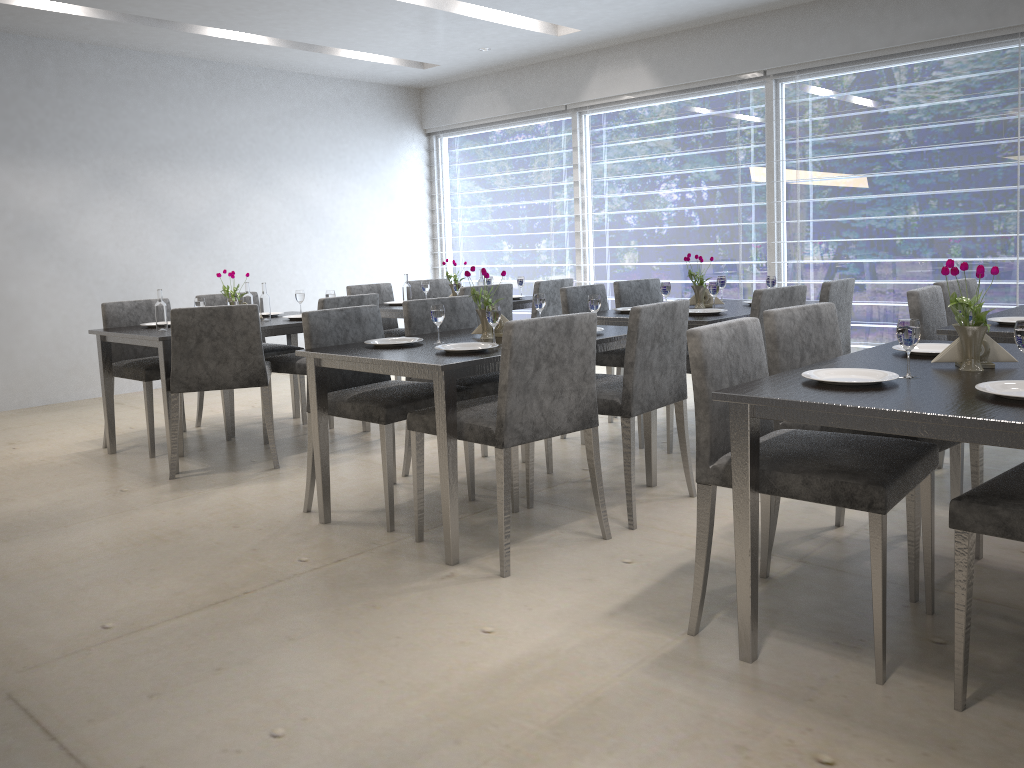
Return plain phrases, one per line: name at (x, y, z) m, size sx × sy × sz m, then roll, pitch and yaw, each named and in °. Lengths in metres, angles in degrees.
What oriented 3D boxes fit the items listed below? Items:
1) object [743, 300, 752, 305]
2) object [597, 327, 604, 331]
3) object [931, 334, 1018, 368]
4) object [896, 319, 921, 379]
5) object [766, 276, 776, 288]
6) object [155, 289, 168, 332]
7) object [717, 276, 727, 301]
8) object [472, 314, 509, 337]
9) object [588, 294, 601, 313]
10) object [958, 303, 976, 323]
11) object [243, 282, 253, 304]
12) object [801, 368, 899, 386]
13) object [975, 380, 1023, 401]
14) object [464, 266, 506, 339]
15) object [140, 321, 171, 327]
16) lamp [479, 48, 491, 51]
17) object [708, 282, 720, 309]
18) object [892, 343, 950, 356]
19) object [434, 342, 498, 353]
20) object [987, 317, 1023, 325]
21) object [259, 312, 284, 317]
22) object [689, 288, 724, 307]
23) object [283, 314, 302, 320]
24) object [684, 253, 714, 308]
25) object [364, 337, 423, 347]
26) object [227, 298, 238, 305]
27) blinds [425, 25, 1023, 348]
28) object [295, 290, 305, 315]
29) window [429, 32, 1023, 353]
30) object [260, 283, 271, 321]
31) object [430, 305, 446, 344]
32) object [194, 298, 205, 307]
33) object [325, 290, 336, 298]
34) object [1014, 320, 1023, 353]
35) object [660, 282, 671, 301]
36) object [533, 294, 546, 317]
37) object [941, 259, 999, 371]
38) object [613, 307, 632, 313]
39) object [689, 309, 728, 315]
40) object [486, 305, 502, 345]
object at (1.287, -0.414, 4.511) m, size 0.217 × 0.015 × 0.218 m, roll 6°, pitch 12°, yaw 43°
object at (0.247, -0.203, 3.411) m, size 0.217 × 0.015 × 0.218 m, roll 6°, pitch 12°, yaw 43°
object at (1.172, -0.094, 2.240) m, size 0.203 × 0.099 × 0.070 m, roll 0°, pitch 6°, yaw 13°
object at (0.945, -0.084, 2.106) m, size 0.053 × 0.138 × 0.054 m, roll -2°, pitch 5°, yaw 1°
object at (1.361, -0.499, 4.641) m, size 0.053 × 0.138 × 0.054 m, roll -2°, pitch 5°, yaw -4°
object at (-1.669, -0.350, 4.202) m, size 0.052 × 0.200 × 0.052 m, roll -2°, pitch 5°, yaw -4°
object at (1.148, -0.523, 4.841) m, size 0.053 × 0.138 × 0.054 m, roll -2°, pitch 5°, yaw 1°
object at (-0.061, -0.232, 3.399) m, size 0.203 × 0.099 × 0.070 m, roll 0°, pitch 6°, yaw 13°
object at (0.331, -0.288, 3.538) m, size 0.053 × 0.138 × 0.054 m, roll -2°, pitch 5°, yaw 1°
object at (1.335, -0.176, 2.594) m, size 0.053 × 0.138 × 0.054 m, roll -2°, pitch 5°, yaw -4°
object at (-1.428, -0.450, 4.784) m, size 0.052 × 0.200 × 0.052 m, roll -2°, pitch 5°, yaw -4°
object at (0.799, -0.015, 2.092) m, size 0.217 × 0.015 × 0.218 m, roll 6°, pitch 12°, yaw 43°
object at (1.079, 0.017, 1.828) m, size 0.217 × 0.015 × 0.219 m, roll -2°, pitch 9°, yaw 0°
object at (-0.105, -0.310, 3.342) m, size 0.104 × 0.274 × 0.155 m, roll 2°, pitch 7°, yaw 41°
object at (-1.787, -0.304, 4.523) m, size 0.217 × 0.015 × 0.218 m, roll 2°, pitch 10°, yaw 23°
lamp at (-0.210, -2.590, 6.847) m, size 0.089 × 0.007 × 0.090 m, roll -2°, pitch 9°, yaw -1°
object at (0.965, -0.419, 4.222) m, size 0.053 × 0.138 × 0.054 m, roll -2°, pitch 5°, yaw -4°
object at (1.199, -0.096, 2.516) m, size 0.217 × 0.015 × 0.218 m, roll 6°, pitch 12°, yaw 43°
object at (-0.153, -0.121, 2.987) m, size 0.217 × 0.015 × 0.218 m, roll 6°, pitch 12°, yaw 43°
object at (1.838, -0.226, 3.192) m, size 0.217 × 0.015 × 0.218 m, roll 6°, pitch 12°, yaw 43°
object at (-1.386, -0.386, 4.947) m, size 0.217 × 0.015 × 0.218 m, roll 2°, pitch 10°, yaw 23°
object at (0.978, -0.443, 4.499) m, size 0.203 × 0.099 × 0.070 m, roll 0°, pitch 6°, yaw 13°
object at (-1.105, -0.354, 4.683) m, size 0.217 × 0.015 × 0.218 m, roll 2°, pitch 10°, yaw 23°
object at (0.935, -0.521, 4.442) m, size 0.104 × 0.274 × 0.155 m, roll 2°, pitch 7°, yaw 41°
object at (-0.434, -0.153, 3.251) m, size 0.217 × 0.015 × 0.218 m, roll 6°, pitch 12°, yaw 43°
object at (-1.372, -0.354, 4.350) m, size 0.053 × 0.138 × 0.054 m, roll -2°, pitch 5°, yaw 1°
blinds at (1.792, -1.169, 6.192) m, size 7.116 × 2.028 × 0.045 m, roll 6°, pitch 9°, yaw 43°
object at (-1.189, -0.458, 4.969) m, size 0.053 × 0.138 × 0.054 m, roll -2°, pitch 5°, yaw 1°
window at (1.873, -1.156, 6.263) m, size 7.121 × 2.057 × 0.159 m, roll 6°, pitch 9°, yaw 43°
object at (-1.287, -0.427, 4.606) m, size 0.052 × 0.200 × 0.052 m, roll -2°, pitch 5°, yaw -4°
object at (-0.271, -0.221, 3.250) m, size 0.053 × 0.138 × 0.054 m, roll -2°, pitch 5°, yaw 1°
object at (-1.580, -0.367, 4.480) m, size 0.053 × 0.138 × 0.054 m, roll -2°, pitch 5°, yaw 1°
object at (-0.977, -0.434, 4.769) m, size 0.053 × 0.138 × 0.054 m, roll -2°, pitch 5°, yaw 1°
object at (1.152, -0.071, 1.976) m, size 0.053 × 0.138 × 0.054 m, roll -2°, pitch 5°, yaw 1°
object at (0.758, -0.432, 4.352) m, size 0.053 × 0.138 × 0.054 m, roll -2°, pitch 5°, yaw 1°
object at (0.119, -0.312, 3.738) m, size 0.053 × 0.138 × 0.054 m, roll -2°, pitch 5°, yaw 1°
object at (1.128, -0.172, 2.183) m, size 0.104 × 0.274 × 0.155 m, roll 2°, pitch 7°, yaw 41°
object at (0.605, -0.364, 4.351) m, size 0.217 × 0.015 × 0.218 m, roll 6°, pitch 12°, yaw 43°
object at (0.886, -0.332, 4.087) m, size 0.217 × 0.015 × 0.218 m, roll 6°, pitch 12°, yaw 43°
object at (-0.064, -0.208, 3.120) m, size 0.053 × 0.138 × 0.054 m, roll -2°, pitch 5°, yaw 1°
